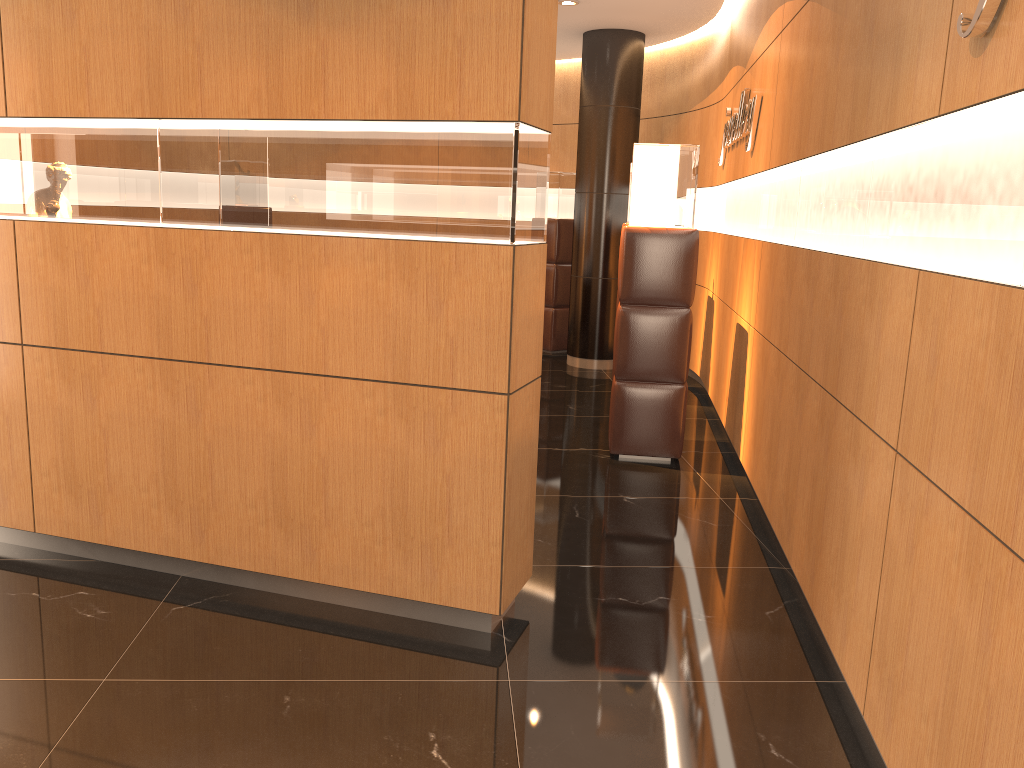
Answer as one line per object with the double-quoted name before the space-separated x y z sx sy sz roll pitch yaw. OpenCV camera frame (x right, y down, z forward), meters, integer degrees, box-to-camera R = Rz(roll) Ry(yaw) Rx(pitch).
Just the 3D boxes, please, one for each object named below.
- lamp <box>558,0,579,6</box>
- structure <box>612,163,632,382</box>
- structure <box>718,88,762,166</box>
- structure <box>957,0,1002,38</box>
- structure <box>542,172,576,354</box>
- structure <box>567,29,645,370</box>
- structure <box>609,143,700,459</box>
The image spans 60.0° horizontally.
"lamp" 0.474 -3.237 7.459 0.176 0.068 0.176 2 11 1
"structure" 1.183 -0.904 7.813 0.498 2.000 0.484 3 11 6
"structure" 1.644 -1.872 6.477 0.034 0.442 2.050 4 11 6
"structure" 0.970 -0.850 1.101 0.034 0.442 2.050 4 11 6
"structure" 0.508 -1.369 10.063 0.484 2.000 0.498 -7 14 -38
"structure" 0.949 -1.889 9.078 0.613 3.430 0.613 4 11 11
"structure" 0.930 -0.533 5.779 0.498 1.968 0.484 3 11 6
